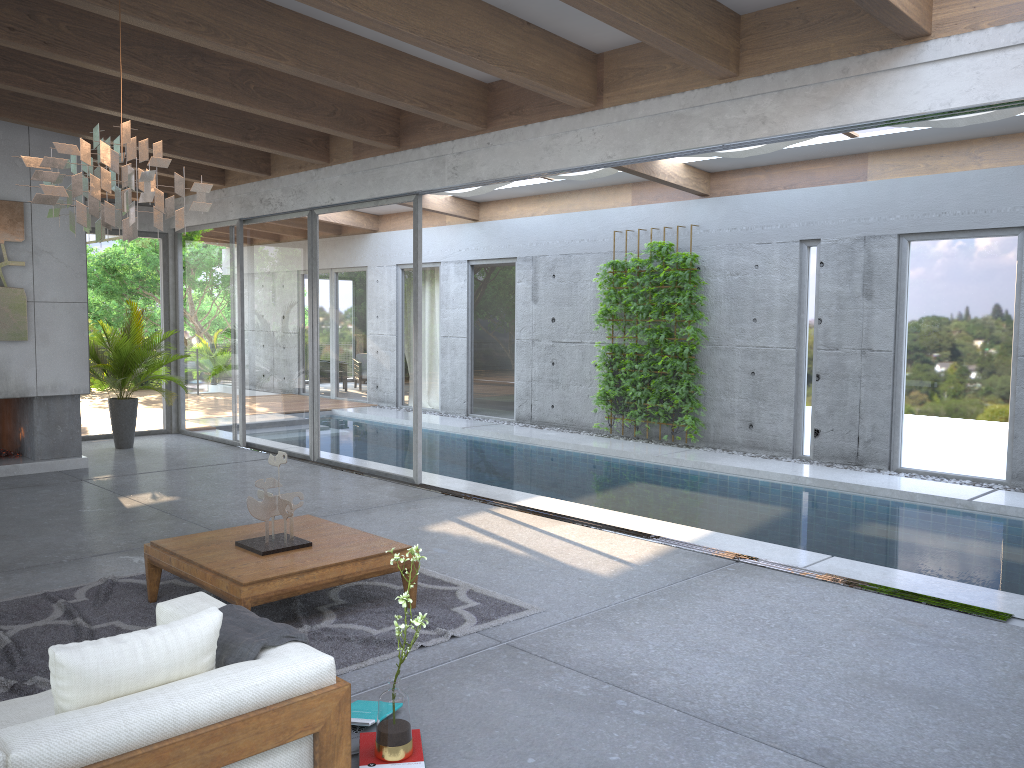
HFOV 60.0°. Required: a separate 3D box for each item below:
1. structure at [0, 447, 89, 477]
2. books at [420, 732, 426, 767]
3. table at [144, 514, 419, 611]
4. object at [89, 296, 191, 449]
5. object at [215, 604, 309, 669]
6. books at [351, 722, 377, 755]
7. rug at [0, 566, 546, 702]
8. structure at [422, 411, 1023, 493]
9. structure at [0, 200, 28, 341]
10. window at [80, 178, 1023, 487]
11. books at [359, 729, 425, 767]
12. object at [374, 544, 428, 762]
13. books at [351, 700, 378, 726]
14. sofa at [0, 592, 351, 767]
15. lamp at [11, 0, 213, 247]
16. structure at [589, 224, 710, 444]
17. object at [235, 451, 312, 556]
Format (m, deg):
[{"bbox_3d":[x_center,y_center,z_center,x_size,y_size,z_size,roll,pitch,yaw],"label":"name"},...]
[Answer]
[{"bbox_3d":[-5.894,0.566,9.294,2.012,0.595,2.203,-4,6,-44],"label":"structure"},{"bbox_3d":[-0.420,1.302,3.114,0.219,0.012,0.286,0,4,-9],"label":"books"},{"bbox_3d":[-1.268,1.049,4.865,1.048,0.352,1.112,-4,6,-44],"label":"table"},{"bbox_3d":[-4.645,-0.144,10.596,1.484,1.819,1.798,-3,5,-37],"label":"object"},{"bbox_3d":[-0.981,1.169,2.996,0.472,0.704,0.857,4,6,42],"label":"object"},{"bbox_3d":[-0.575,1.320,3.365,0.219,0.012,0.286,-2,5,-29],"label":"books"},{"bbox_3d":[-1.711,1.216,4.524,3.186,0.056,2.187,-4,6,-44],"label":"rug"},{"bbox_3d":[2.371,0.803,10.955,0.477,0.068,13.673,-4,6,-44],"label":"structure"},{"bbox_3d":[-5.094,-1.078,8.368,0.919,1.351,0.041,-4,6,-44],"label":"structure"},{"bbox_3d":[-1.126,-0.618,4.464,14.294,3.764,23.280,-4,6,-44],"label":"window"},{"bbox_3d":[-0.424,1.290,3.115,0.219,0.012,0.286,0,4,-9],"label":"books"},{"bbox_3d":[-0.373,0.914,3.020,0.171,0.750,0.238,-1,5,-23],"label":"object"},{"bbox_3d":[-0.585,1.293,3.492,0.219,0.074,0.288,2,5,21],"label":"books"},{"bbox_3d":[-2.525,1.008,3.501,1.965,0.777,3.733,-4,6,-44],"label":"sofa"},{"bbox_3d":[-1.875,-1.318,3.933,0.862,1.400,0.636,1,4,3],"label":"lamp"},{"bbox_3d":[2.869,-0.316,7.118,2.739,2.687,10.282,-2,5,-27],"label":"structure"},{"bbox_3d":[-1.299,0.615,4.831,0.346,0.518,0.379,-4,6,-44],"label":"object"}]
